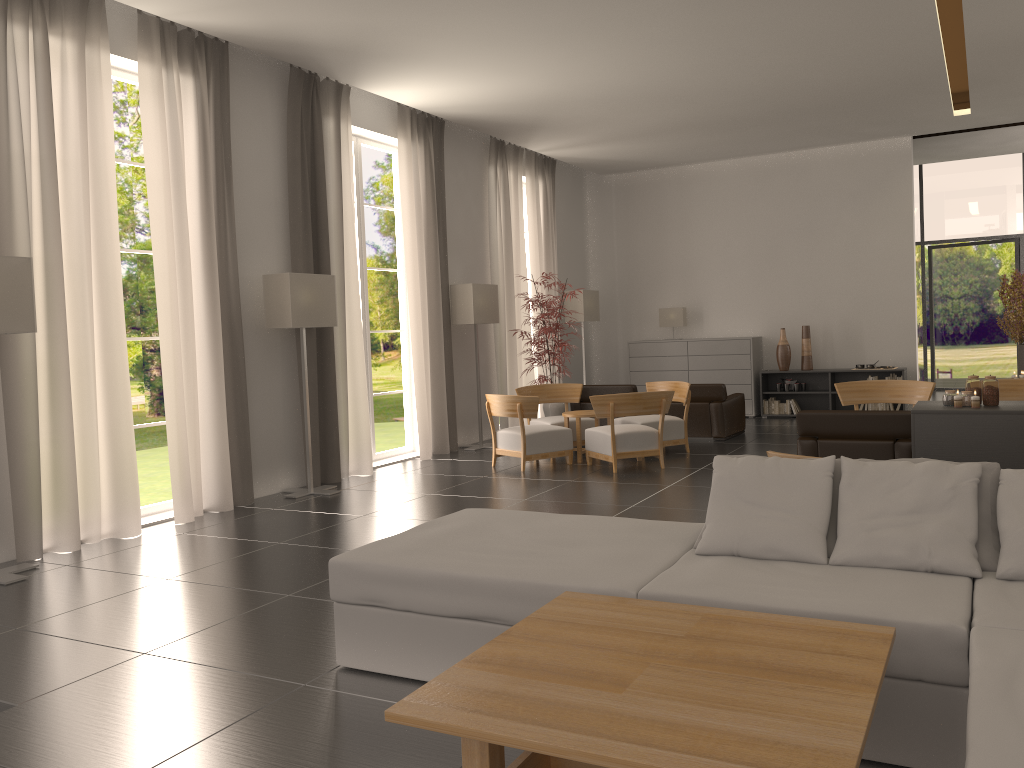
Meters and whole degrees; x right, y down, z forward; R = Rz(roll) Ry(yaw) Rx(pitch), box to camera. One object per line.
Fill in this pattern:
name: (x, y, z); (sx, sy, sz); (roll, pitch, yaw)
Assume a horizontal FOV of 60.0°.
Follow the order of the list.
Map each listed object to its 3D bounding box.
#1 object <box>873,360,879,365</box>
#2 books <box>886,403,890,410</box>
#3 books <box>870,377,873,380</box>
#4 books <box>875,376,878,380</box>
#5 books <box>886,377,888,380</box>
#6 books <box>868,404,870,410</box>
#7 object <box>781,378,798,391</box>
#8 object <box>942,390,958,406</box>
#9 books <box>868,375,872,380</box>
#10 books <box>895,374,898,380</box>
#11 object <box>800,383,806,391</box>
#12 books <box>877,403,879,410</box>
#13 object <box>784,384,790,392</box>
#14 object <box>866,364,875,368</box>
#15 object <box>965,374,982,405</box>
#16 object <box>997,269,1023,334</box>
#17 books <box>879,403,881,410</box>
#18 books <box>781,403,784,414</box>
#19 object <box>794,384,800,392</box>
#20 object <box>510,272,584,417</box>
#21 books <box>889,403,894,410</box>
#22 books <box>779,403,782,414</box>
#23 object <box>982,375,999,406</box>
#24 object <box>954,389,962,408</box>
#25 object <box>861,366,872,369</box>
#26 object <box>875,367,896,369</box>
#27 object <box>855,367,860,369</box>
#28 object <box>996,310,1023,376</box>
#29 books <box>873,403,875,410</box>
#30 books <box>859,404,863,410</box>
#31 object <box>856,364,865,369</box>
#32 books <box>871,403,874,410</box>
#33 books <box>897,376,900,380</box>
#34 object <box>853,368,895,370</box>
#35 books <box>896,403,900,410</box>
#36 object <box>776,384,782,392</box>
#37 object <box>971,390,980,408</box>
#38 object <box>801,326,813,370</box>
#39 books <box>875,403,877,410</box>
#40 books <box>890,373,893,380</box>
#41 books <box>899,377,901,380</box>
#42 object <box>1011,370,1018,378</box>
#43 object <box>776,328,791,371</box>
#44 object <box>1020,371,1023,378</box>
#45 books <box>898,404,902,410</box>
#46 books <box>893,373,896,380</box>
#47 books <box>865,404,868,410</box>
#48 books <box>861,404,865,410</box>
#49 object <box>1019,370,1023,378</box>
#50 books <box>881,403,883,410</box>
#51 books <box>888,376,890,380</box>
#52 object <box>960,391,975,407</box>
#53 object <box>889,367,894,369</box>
object: (8.137, -0.452, 19.967); (0.261, 0.151, 0.086); (-3, 2, -4)
books: (8.296, 0.495, 19.557); (0.057, 0.346, 0.197); (-1, 3, 28)
books: (7.941, -0.003, 19.651); (0.130, 0.322, 0.252); (-1, 3, 28)
books: (8.071, -0.011, 19.617); (0.054, 0.328, 0.187); (-1, 3, 28)
books: (8.255, -0.003, 19.487); (0.054, 0.311, 0.244); (-1, 3, 28)
books: (7.949, 0.485, 19.713); (0.041, 0.376, 0.248); (-1, 3, 28)
object: (6.457, 0.007, 20.650); (0.413, 0.309, 0.142); (0, 4, 43)
object: (4.688, 0.150, 9.479); (0.157, 0.158, 0.158); (-2, 3, 1)
books: (7.911, -0.019, 19.674); (0.138, 0.354, 0.236); (-1, 3, 28)
books: (8.420, -0.029, 19.416); (0.039, 0.357, 0.210); (-1, 3, 28)
object: (6.745, 0.068, 20.527); (0.135, 0.178, 0.136); (-1, 3, 34)
books: (8.118, 0.482, 19.638); (0.041, 0.376, 0.221); (-1, 3, 28)
object: (6.355, 0.087, 20.472); (0.135, 0.178, 0.136); (-1, 3, 29)
object: (8.082, -0.398, 19.965); (0.188, 0.082, 0.188); (0, 4, 42)
object: (4.918, 0.058, 9.444); (0.157, 0.325, 0.158); (-2, 3, 20)
object: (5.743, -0.563, 8.969); (1.422, 1.552, 1.438); (0, 4, 41)
books: (8.150, 0.504, 19.607); (0.041, 0.335, 0.248); (-1, 3, 28)
books: (6.310, 0.567, 20.607); (0.054, 0.249, 0.167); (-1, 3, 28)
object: (6.551, 0.083, 20.398); (0.136, 0.178, 0.135); (-2, 3, -1)
object: (0.696, -0.527, 17.697); (1.489, 3.395, 1.772); (-2, 2, 13)
books: (8.358, 0.508, 19.502); (0.106, 0.325, 0.238); (-1, 3, 28)
books: (6.261, 0.568, 20.633); (0.054, 0.249, 0.167); (-1, 3, 28)
object: (5.005, 0.064, 9.271); (0.157, 0.325, 0.157); (-4, 3, -25)
object: (4.654, 0.149, 9.251); (0.076, 0.187, 0.076); (0, 3, 45)
object: (7.884, -0.367, 19.788); (0.292, 0.058, 0.086); (-2, 3, 15)
object: (8.293, -0.366, 19.673); (0.293, 0.034, 0.405); (-3, 3, -14)
object: (7.755, -0.360, 19.907); (0.034, 0.040, 0.112); (-3, 3, -17)
object: (10.091, -0.820, 17.268); (1.587, 1.552, 0.928); (-4, 3, -33)
books: (8.039, 0.509, 19.657); (0.016, 0.327, 0.265); (-1, 3, 28)
books: (7.806, 0.497, 19.790); (0.154, 0.360, 0.250); (-1, 3, 28)
object: (7.886, -0.396, 20.074); (0.188, 0.082, 0.188); (-3, 3, -11)
books: (8.008, 0.509, 19.678); (0.057, 0.327, 0.257); (-1, 3, 28)
books: (8.449, -0.005, 19.382); (0.039, 0.312, 0.246); (-1, 3, 28)
object: (8.083, -0.342, 19.750); (0.893, 0.003, 0.672); (0, 4, 31)
books: (8.472, 0.490, 19.433); (0.154, 0.360, 0.250); (-1, 3, 28)
object: (6.213, 0.084, 20.632); (0.135, 0.178, 0.136); (-1, 3, 29)
object: (4.760, 0.153, 9.107); (0.080, 0.187, 0.080); (-1, 3, 38)
object: (6.802, -0.835, 20.483); (0.262, 1.024, 0.263); (-1, 3, 32)
books: (8.082, 0.469, 19.650); (0.031, 0.406, 0.231); (-1, 3, 28)
books: (8.335, -0.040, 19.448); (0.039, 0.384, 0.233); (-1, 3, 28)
books: (8.493, -0.003, 19.369); (0.048, 0.305, 0.226); (-1, 3, 28)
object: (9.627, -0.133, 16.981); (0.108, 0.254, 0.108); (-3, 2, -7)
object: (6.282, -0.798, 20.513); (0.327, 0.991, 0.326); (-4, 3, -38)
object: (9.705, -0.127, 16.828); (0.104, 0.254, 0.104); (-3, 2, -11)
books: (8.497, 0.484, 19.418); (0.156, 0.371, 0.252); (-1, 3, 28)
books: (8.386, -0.042, 19.428); (0.029, 0.385, 0.220); (-1, 3, 28)
books: (7.897, 0.504, 19.732); (0.071, 0.344, 0.265); (-1, 3, 28)
books: (7.831, 0.491, 19.775); (0.156, 0.371, 0.252); (-1, 3, 28)
object: (9.748, -0.136, 16.946); (0.104, 0.254, 0.104); (-3, 2, -11)
books: (8.186, 0.469, 19.587); (0.041, 0.404, 0.245); (-1, 3, 28)
books: (8.299, -0.007, 19.467); (0.039, 0.318, 0.236); (-1, 3, 28)
object: (4.776, 0.156, 9.306); (0.157, 0.158, 0.158); (-2, 3, 1)
object: (8.306, -0.354, 19.409); (0.112, 0.040, 0.034); (-1, 3, 17)
